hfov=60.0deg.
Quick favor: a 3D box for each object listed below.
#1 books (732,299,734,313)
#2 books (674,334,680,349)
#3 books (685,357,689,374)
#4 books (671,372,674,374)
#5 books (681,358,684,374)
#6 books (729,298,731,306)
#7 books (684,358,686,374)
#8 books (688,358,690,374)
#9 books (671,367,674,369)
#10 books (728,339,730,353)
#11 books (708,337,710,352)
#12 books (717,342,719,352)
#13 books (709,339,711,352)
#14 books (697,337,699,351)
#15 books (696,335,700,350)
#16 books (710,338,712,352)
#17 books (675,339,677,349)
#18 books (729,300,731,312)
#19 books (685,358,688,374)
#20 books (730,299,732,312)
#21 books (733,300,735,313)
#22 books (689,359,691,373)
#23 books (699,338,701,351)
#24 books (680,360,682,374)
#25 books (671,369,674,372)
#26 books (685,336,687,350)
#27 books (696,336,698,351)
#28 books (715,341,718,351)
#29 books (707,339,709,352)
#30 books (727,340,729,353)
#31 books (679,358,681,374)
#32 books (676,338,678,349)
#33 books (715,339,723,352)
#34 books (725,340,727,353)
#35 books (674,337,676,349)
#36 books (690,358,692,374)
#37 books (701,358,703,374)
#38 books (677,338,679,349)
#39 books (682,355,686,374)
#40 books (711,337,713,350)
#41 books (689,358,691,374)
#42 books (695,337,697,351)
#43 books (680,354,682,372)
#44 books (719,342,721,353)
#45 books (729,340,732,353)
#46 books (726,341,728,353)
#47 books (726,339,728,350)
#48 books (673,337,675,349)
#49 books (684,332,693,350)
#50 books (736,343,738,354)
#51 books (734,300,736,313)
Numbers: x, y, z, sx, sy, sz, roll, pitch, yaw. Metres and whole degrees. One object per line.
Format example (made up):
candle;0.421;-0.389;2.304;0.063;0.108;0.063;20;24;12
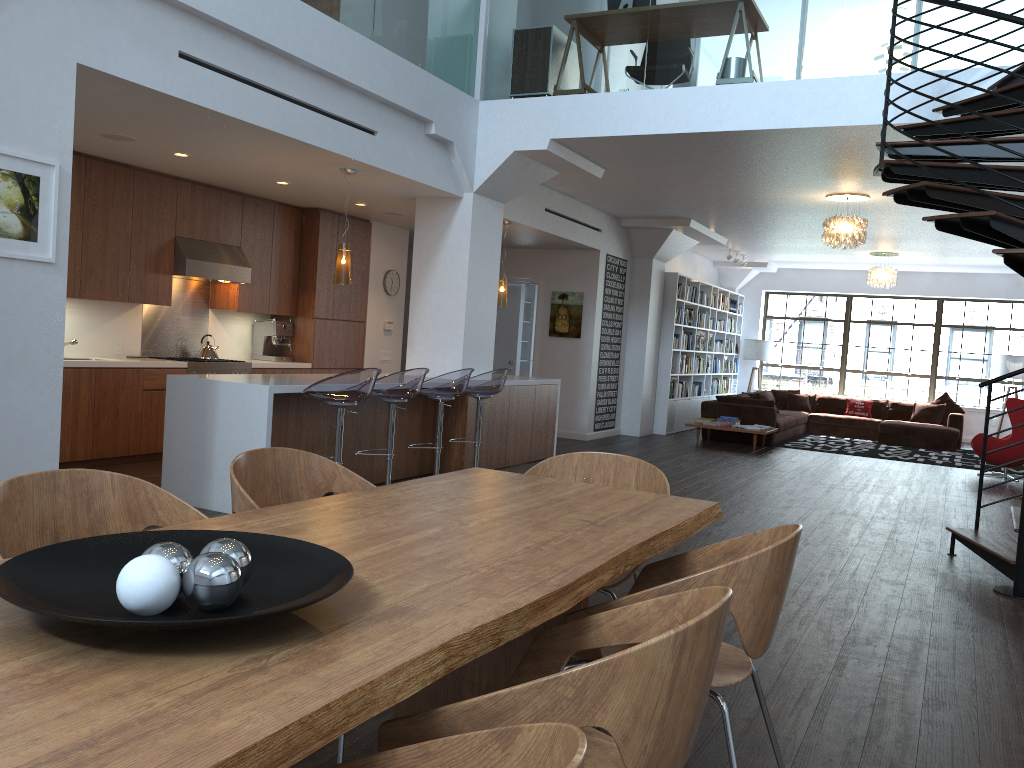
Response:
books;4.015;-1.453;16.481;0.183;0.253;0.042;5;3;27
books;2.477;-0.648;13.530;0.140;0.231;0.042;5;3;27
books;2.721;-0.298;14.110;0.183;0.253;0.034;5;3;27
books;2.329;-0.180;13.411;0.197;0.035;0.284;5;3;17
books;2.588;-0.290;13.850;0.171;0.246;0.057;5;3;27
books;3.930;-1.451;16.327;0.183;0.253;0.042;5;3;27
books;2.642;-0.291;14.000;0.174;0.240;0.045;5;3;27
books;2.739;-0.298;14.138;0.183;0.253;0.034;5;3;27
books;2.329;-0.247;13.404;0.174;0.032;0.254;5;3;22
books;3.956;-0.707;16.498;0.180;0.259;0.042;5;3;27
books;3.289;-0.683;15.150;0.174;0.251;0.051;5;3;27
books;3.596;-0.661;15.744;0.139;0.191;0.036;5;3;27
books;3.324;-0.669;15.212;0.161;0.223;0.030;5;3;27
books;2.974;-0.660;14.519;0.161;0.223;0.032;5;3;27
books;2.979;-0.676;14.558;0.183;0.253;0.042;5;3;27
books;3.361;-0.682;15.308;0.171;0.246;0.036;5;3;27
books;2.431;-0.606;13.416;0.110;0.153;0.019;5;3;27
books;3.918;-1.433;16.250;0.161;0.223;0.032;5;3;27
books;2.685;-0.293;14.036;0.171;0.246;0.057;5;3;27
books;3.956;-1.451;16.364;0.183;0.253;0.042;5;3;27
books;4.053;-1.454;16.559;0.183;0.253;0.042;5;3;27
books;2.761;-0.293;14.208;0.174;0.240;0.045;5;3;27
books;3.041;-0.653;14.662;0.161;0.207;0.135;5;3;26
books;2.557;-0.269;13.765;0.144;0.207;0.048;5;3;27
books;2.331;-0.214;13.409;0.197;0.033;0.284;4;3;2
books;2.650;-0.650;13.882;0.161;0.223;0.027;5;3;27
books;2.937;-0.667;14.453;0.174;0.240;0.054;5;3;27
books;3.575;-0.668;15.709;0.140;0.206;0.042;5;3;27
books;3.269;-0.668;15.115;0.161;0.223;0.030;5;3;27
books;3.925;-0.699;16.425;0.171;0.246;0.039;5;3;27
books;2.505;-0.288;13.683;0.189;0.247;0.057;5;3;27
books;2.446;-0.613;13.450;0.120;0.167;0.020;5;3;27
books;3.744;-0.685;16.038;0.140;0.231;0.042;5;3;27
books;3.847;-0.693;16.256;0.174;0.240;0.054;5;3;27
books;2.389;-0.622;13.366;0.134;0.184;0.030;5;3;27
books;2.801;-0.300;14.260;0.183;0.253;0.034;5;3;27
books;3.102;-0.309;14.872;0.183;0.253;0.034;5;3;26
books;2.475;-0.614;13.493;0.107;0.167;0.017;5;3;27
books;2.625;-0.314;13.924;0.176;0.290;0.053;5;3;27
books;3.375;-0.685;15.342;0.160;0.251;0.036;5;3;27
books;2.785;-0.298;14.235;0.160;0.250;0.026;5;3;27
books;2.916;-0.658;14.415;0.161;0.223;0.032;5;3;27
books;2.545;-0.313;13.719;0.140;0.298;0.044;5;3;27
books;3.655;-0.659;15.874;0.134;0.184;0.030;5;3;27
books;4.000;-0.705;16.573;0.183;0.253;0.042;5;3;27
books;3.884;-0.685;16.323;0.161;0.223;0.032;5;3;27
books;3.889;-0.702;16.361;0.183;0.253;0.042;5;3;27
books;2.375;-0.618;13.320;0.128;0.178;0.022;5;3;27
books;2.811;-0.688;14.210;0.176;0.294;0.102;5;3;27
books;4.259;-0.692;17.075;0.182;0.215;0.188;5;3;27
books;4.097;-1.455;16.635;0.183;0.253;0.042;5;3;27
